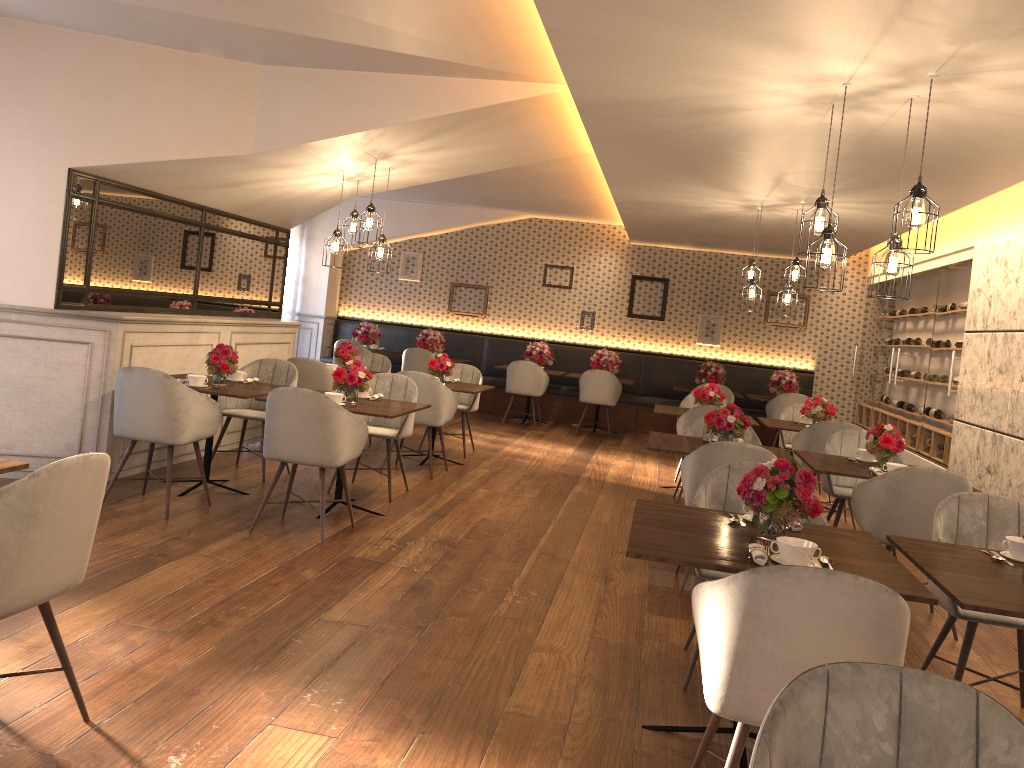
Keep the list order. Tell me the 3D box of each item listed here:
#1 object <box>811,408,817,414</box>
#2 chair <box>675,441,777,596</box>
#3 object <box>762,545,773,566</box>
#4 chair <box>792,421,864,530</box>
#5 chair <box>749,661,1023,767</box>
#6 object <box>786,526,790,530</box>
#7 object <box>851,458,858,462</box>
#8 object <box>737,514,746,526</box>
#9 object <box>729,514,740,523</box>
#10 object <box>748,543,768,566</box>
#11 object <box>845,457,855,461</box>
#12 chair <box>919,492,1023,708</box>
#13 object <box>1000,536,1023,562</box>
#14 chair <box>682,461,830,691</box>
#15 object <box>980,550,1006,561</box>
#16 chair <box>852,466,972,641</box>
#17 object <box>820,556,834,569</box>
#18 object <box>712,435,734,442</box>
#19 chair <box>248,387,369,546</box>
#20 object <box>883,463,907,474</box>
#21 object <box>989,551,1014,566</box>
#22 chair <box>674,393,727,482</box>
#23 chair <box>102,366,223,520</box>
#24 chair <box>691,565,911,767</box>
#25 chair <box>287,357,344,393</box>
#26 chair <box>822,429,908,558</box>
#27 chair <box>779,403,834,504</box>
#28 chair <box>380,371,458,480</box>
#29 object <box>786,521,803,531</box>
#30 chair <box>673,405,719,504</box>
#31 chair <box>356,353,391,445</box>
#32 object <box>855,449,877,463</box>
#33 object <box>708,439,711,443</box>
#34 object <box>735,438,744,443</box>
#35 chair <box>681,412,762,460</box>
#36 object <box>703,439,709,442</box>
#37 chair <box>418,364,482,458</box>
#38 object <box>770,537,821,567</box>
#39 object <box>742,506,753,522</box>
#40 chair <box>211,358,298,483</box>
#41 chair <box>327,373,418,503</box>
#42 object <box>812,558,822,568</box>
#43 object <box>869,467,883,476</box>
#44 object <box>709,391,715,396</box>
[{"bbox_3d":[2.667,0.238,7.818,0.050,0.052,0.077,7,3,20],"label":"object"},{"bbox_3d":[1.203,0.727,4.934,0.565,0.871,0.526,7,2,10],"label":"chair"},{"bbox_3d":[0.805,0.541,2.782,0.025,0.024,0.193,7,4,10],"label":"object"},{"bbox_3d":[2.573,0.712,7.208,0.565,0.871,0.526,7,2,10],"label":"chair"},{"bbox_3d":[0.569,0.927,1.261,0.565,0.871,0.526,7,2,10],"label":"chair"},{"bbox_3d":[1.028,0.525,3.342,0.025,0.024,0.193,7,4,10],"label":"object"},{"bbox_3d":[2.217,0.492,5.728,0.022,0.004,0.211,7,4,10],"label":"object"},{"bbox_3d":[0.870,0.517,3.353,0.022,0.004,0.211,7,4,10],"label":"object"},{"bbox_3d":[0.837,0.507,3.366,0.043,0.015,0.197,7,4,6],"label":"object"},{"bbox_3d":[0.770,0.531,2.779,0.056,0.039,0.176,7,4,10],"label":"object"},{"bbox_3d":[2.192,0.483,5.740,0.043,0.015,0.197,7,4,13],"label":"object"},{"bbox_3d":[1.939,0.912,3.534,0.565,0.871,0.526,7,2,10],"label":"chair"},{"bbox_3d":[1.854,0.603,3.205,0.148,0.072,0.149,4,4,-38],"label":"object"},{"bbox_3d":[1.000,0.795,3.701,0.565,0.871,0.526,7,2,10],"label":"chair"},{"bbox_3d":[1.736,0.619,3.206,0.043,0.015,0.197,7,4,6],"label":"object"},{"bbox_3d":[2.141,0.844,4.768,0.565,0.871,0.526,7,2,10],"label":"chair"},{"bbox_3d":[0.995,0.569,2.759,0.043,0.015,0.197,7,4,6],"label":"object"},{"bbox_3d":[1.402,0.354,5.899,0.148,0.072,0.149,6,4,-13],"label":"object"},{"bbox_3d":[-1.194,0.439,5.210,0.565,0.871,0.526,7,2,10],"label":"chair"},{"bbox_3d":[2.231,0.503,5.134,0.148,0.072,0.149,6,4,-13],"label":"object"},{"bbox_3d":[1.769,0.629,3.193,0.022,0.004,0.211,7,4,10],"label":"object"},{"bbox_3d":[1.880,0.526,8.680,0.565,0.871,0.526,7,2,10],"label":"chair"},{"bbox_3d":[-2.133,0.322,5.376,0.565,0.871,0.526,7,2,10],"label":"chair"},{"bbox_3d":[0.754,0.864,2.395,0.565,0.871,0.526,7,2,10],"label":"chair"},{"bbox_3d":[-1.728,0.199,7.665,0.565,0.871,0.526,7,2,10],"label":"chair"},{"bbox_3d":[2.387,0.775,6.073,0.565,0.871,0.526,7,2,10],"label":"chair"},{"bbox_3d":[2.819,0.643,8.513,0.565,0.871,0.526,7,2,10],"label":"chair"},{"bbox_3d":[-0.790,0.316,7.498,0.565,0.871,0.526,7,2,10],"label":"chair"},{"bbox_3d":[1.064,0.522,3.345,0.056,0.039,0.176,7,4,10],"label":"object"},{"bbox_3d":[1.634,0.595,7.374,0.565,0.871,0.526,7,2,10],"label":"chair"},{"bbox_3d":[-1.528,0.124,8.978,0.565,0.871,0.526,7,2,10],"label":"chair"},{"bbox_3d":[2.302,0.466,5.740,0.148,0.072,0.149,6,4,-13],"label":"object"},{"bbox_3d":[1.318,0.381,5.887,0.022,0.004,0.211,7,4,10],"label":"object"},{"bbox_3d":[1.512,0.385,5.880,0.056,0.039,0.176,7,4,10],"label":"object"},{"bbox_3d":[1.449,0.658,6.240,0.565,0.871,0.526,7,2,10],"label":"chair"},{"bbox_3d":[1.285,0.370,5.900,0.043,0.015,0.197,7,4,6],"label":"object"},{"bbox_3d":[-0.589,0.241,8.812,0.565,0.871,0.526,7,2,10],"label":"chair"},{"bbox_3d":[0.884,0.528,2.759,0.148,0.072,0.149,4,4,-38],"label":"object"},{"bbox_3d":[0.955,0.491,3.365,0.148,0.072,0.149,4,4,-38],"label":"object"},{"bbox_3d":[-1.932,0.248,6.690,0.565,0.871,0.526,7,2,10],"label":"chair"},{"bbox_3d":[-0.994,0.365,6.523,0.565,0.871,0.526,7,2,10],"label":"chair"},{"bbox_3d":[0.961,0.570,2.772,0.022,0.004,0.211,7,4,10],"label":"object"},{"bbox_3d":[2.117,0.506,5.154,0.056,0.039,0.176,7,4,10],"label":"object"},{"bbox_3d":[1.792,0.089,7.993,0.045,0.052,0.077,5,3,-28],"label":"object"}]
